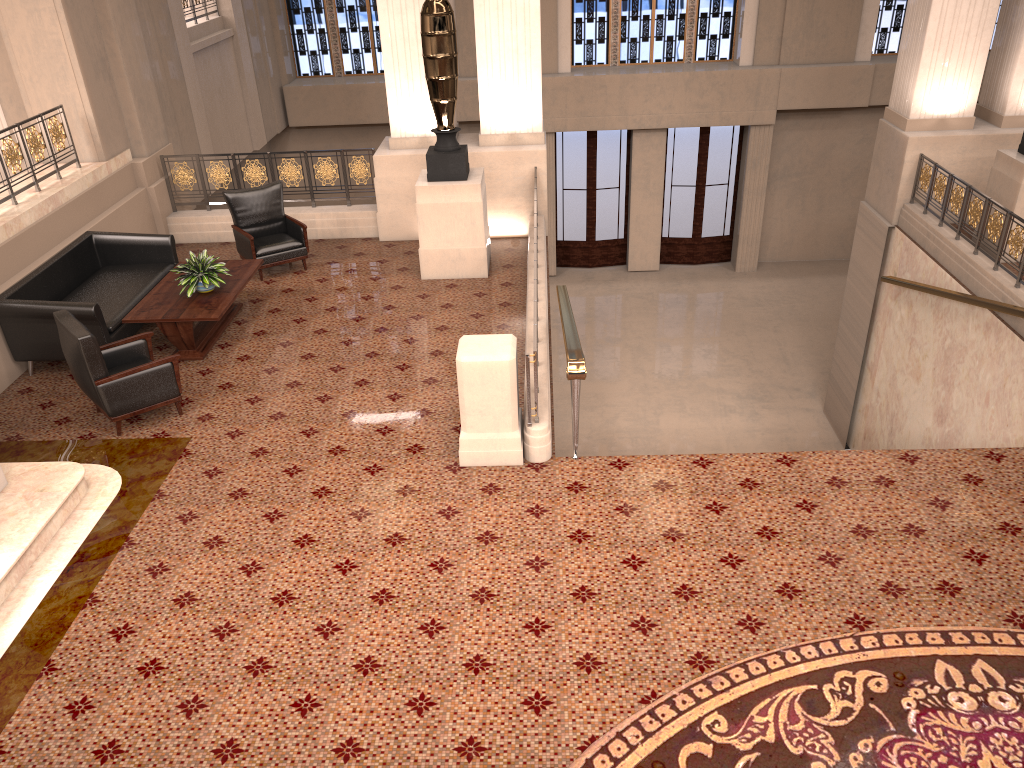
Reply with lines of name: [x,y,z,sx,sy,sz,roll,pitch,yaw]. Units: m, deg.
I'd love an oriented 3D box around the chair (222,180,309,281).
chair: [-2.614,-1.641,9.454,0.637,0.889,0.693,-20,35,-28]

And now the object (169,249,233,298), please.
object: [-2.783,-1.008,7.845,0.495,0.396,0.506,17,35,30]

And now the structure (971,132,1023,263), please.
structure: [5.277,-2.656,8.503,0.700,2.936,0.665,-1,31,2]

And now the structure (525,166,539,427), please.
structure: [0.217,-1.069,7.938,0.079,0.566,4.688,-1,29,3]

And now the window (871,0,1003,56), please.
window: [7.731,-8.418,14.530,2.988,5.642,0.066,-1,31,2]

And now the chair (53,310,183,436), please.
chair: [-2.972,-0.142,6.726,0.702,0.889,0.628,-24,36,-31]

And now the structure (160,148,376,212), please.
structure: [-2.839,-2.405,10.418,2.534,0.689,0.030,-1,31,2]

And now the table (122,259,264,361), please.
table: [-2.865,-0.691,8.169,0.839,0.459,1.401,-1,29,2]

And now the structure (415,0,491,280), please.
structure: [-0.646,-2.512,8.744,0.700,2.936,0.665,-1,31,2]

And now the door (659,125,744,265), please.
door: [3.624,-3.653,17.036,1.491,2.868,0.147,-1,31,2]

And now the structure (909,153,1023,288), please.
structure: [4.445,-1.172,7.766,0.079,0.566,4.688,-1,29,2]

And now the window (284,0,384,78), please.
window: [-2.640,-8.167,14.952,2.988,5.642,0.066,-1,31,2]

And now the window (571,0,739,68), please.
window: [2.457,-8.290,14.744,2.988,5.642,0.066,-1,31,2]

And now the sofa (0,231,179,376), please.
sofa: [-3.787,-0.791,8.136,0.875,0.745,1.826,-1,29,2]

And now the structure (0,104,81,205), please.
structure: [-4.641,-1.741,7.648,0.032,0.658,3.508,-1,29,2]

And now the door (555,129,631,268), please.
door: [1.538,-3.602,17.121,1.491,2.868,0.147,-1,31,2]

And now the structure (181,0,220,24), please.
structure: [-4.568,-5.485,12.546,0.031,0.704,2.047,-1,29,2]
